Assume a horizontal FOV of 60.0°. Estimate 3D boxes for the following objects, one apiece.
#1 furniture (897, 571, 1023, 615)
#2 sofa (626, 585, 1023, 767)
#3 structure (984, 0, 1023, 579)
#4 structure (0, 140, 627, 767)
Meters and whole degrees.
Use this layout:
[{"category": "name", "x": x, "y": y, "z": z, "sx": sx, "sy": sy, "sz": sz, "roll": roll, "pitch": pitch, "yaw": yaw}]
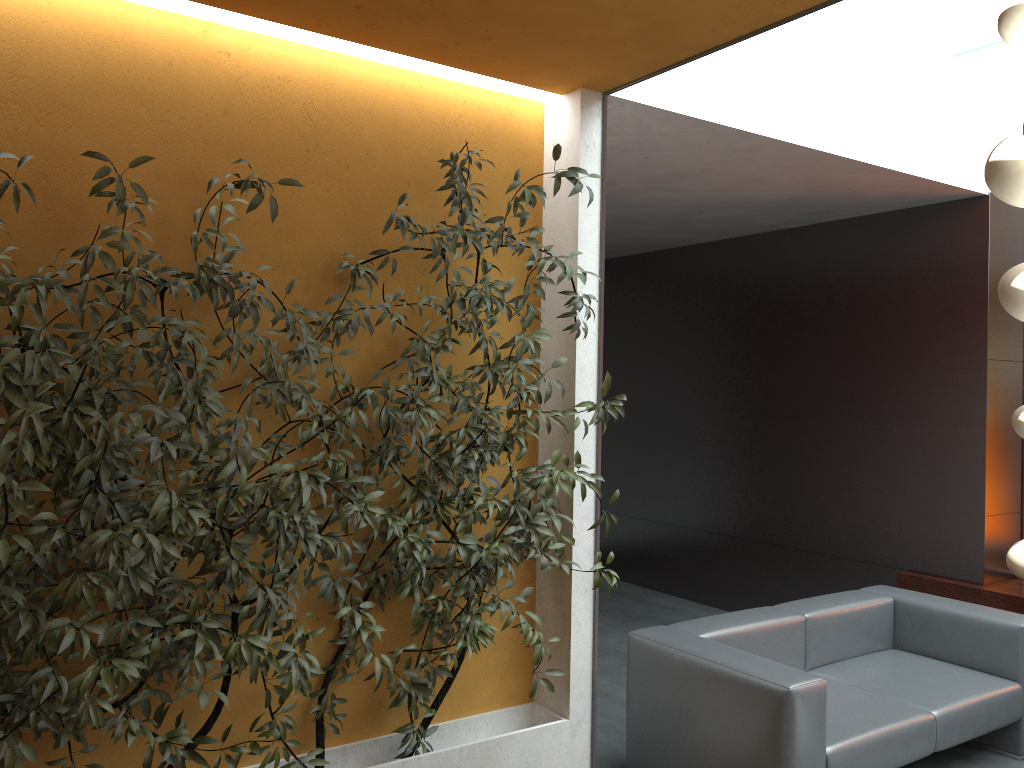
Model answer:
[{"category": "furniture", "x": 4.451, "y": 1.309, "z": 3.482, "sx": 0.600, "sy": 0.109, "sz": 6.000, "roll": 1, "pitch": 0, "yaw": -34}, {"category": "sofa", "x": 1.588, "y": 1.460, "z": 4.231, "sx": 2.025, "sy": 0.652, "sz": 0.943, "roll": 1, "pitch": 0, "yaw": -34}, {"category": "structure", "x": 0.974, "y": -0.457, "z": 1.105, "sx": 1.002, "sy": 1.529, "sz": 1.002, "roll": 1, "pitch": 0, "yaw": 14}, {"category": "structure", "x": -0.974, "y": 0.237, "z": 2.756, "sx": 3.166, "sy": 2.483, "sz": 0.622, "roll": 1, "pitch": 0, "yaw": -35}]
